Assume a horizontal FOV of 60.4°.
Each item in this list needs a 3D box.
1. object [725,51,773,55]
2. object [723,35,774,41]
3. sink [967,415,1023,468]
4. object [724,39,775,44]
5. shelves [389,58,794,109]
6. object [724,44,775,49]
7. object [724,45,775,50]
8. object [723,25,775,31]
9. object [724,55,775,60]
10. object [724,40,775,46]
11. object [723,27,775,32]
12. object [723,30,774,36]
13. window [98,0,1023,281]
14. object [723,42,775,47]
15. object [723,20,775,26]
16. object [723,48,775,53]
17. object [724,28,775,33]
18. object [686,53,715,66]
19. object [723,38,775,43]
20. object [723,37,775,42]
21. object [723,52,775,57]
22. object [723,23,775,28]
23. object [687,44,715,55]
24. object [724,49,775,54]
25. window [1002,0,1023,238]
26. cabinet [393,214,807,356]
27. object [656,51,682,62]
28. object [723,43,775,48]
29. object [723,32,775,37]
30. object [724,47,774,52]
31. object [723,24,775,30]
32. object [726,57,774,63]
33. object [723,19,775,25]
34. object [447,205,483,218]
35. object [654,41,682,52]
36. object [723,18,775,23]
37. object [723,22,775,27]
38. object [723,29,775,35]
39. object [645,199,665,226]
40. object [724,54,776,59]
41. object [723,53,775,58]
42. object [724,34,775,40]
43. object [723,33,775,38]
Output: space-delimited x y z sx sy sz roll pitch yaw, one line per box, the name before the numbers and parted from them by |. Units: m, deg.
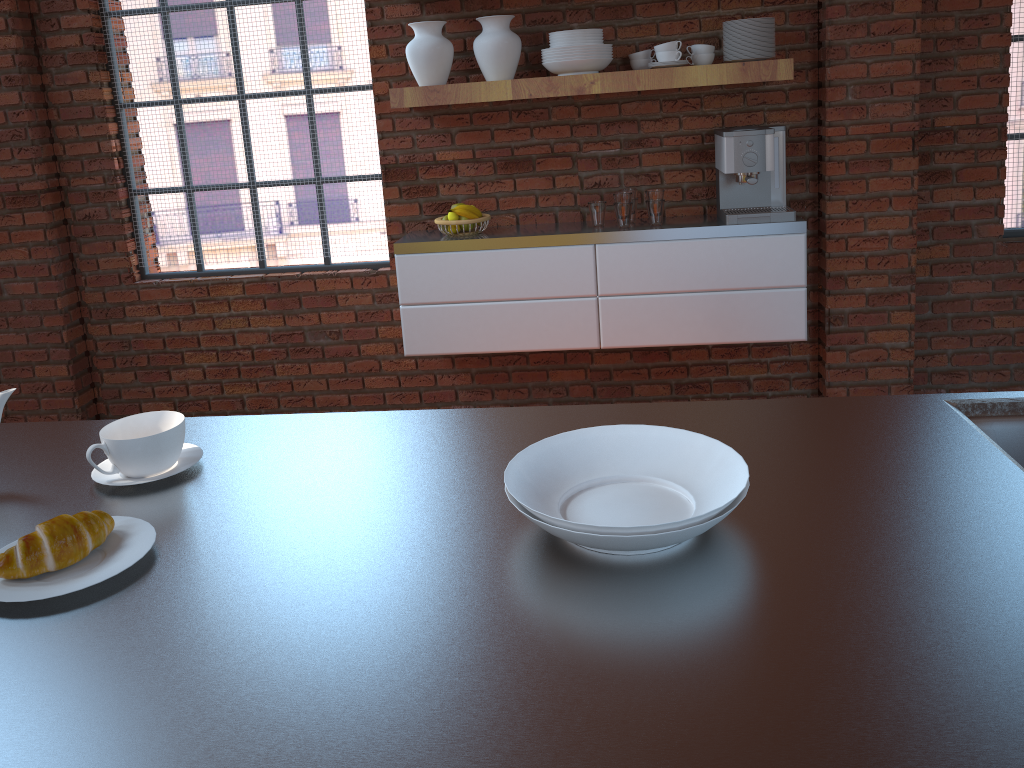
object | 0.918 -1.275 3.406 0.195 0.013 0.200 4 19 23
object | 0.914 -1.328 3.395 0.195 0.013 0.200 4 19 23
sink | 0.969 0.190 1.165 0.612 0.194 0.421 -2 17 6
object | 0.915 -1.315 3.398 0.195 0.013 0.200 4 19 23
shelves | 0.301 -1.197 3.519 1.534 0.074 0.347 -2 18 7
object | 0.917 -1.297 3.401 0.195 0.013 0.200 4 19 23
object | 0.917 -1.293 3.402 0.195 0.013 0.200 4 19 23
object | 0.912 -1.364 3.388 0.195 0.013 0.200 4 19 23
object | 0.919 -1.257 3.410 0.195 0.013 0.200 4 19 23
object | 0.916 -1.311 3.399 0.195 0.013 0.200 4 19 23
object | 0.912 -1.359 3.389 0.195 0.013 0.200 4 19 23
object | 0.913 -1.345 3.392 0.195 0.013 0.200 4 19 23
window | 2.331 -1.932 5.810 17.426 9.680 3.722 -5 12 -3
object | 0.916 -1.306 3.400 0.195 0.013 0.200 4 19 23
object | 0.910 -1.381 3.385 0.195 0.013 0.200 4 19 23
object | 0.918 -1.284 3.404 0.195 0.013 0.200 4 19 23
object | 0.912 -1.354 3.390 0.195 0.013 0.200 4 19 23
object | 0.752 -1.280 3.482 0.099 0.045 0.094 10 22 40
object | 0.915 -1.320 3.397 0.195 0.013 0.200 4 19 23
object | 0.915 -1.323 3.396 0.195 0.013 0.200 4 19 23
object | 0.919 -1.270 3.407 0.195 0.013 0.200 4 19 23
object | 0.911 -1.373 3.386 0.195 0.013 0.200 4 19 23
object | 0.752 -1.313 3.481 0.100 0.057 0.094 5 19 29
object | 0.918 -1.279 3.405 0.195 0.013 0.200 4 19 23
window | 2.587 -1.421 3.479 1.267 1.630 0.086 -3 11 7
cabinet | 0.359 -0.423 3.675 1.620 0.464 0.347 -2 14 7
object | 0.603 -1.261 3.402 0.092 0.045 0.102 -4 17 2
object | 0.916 -1.302 3.401 0.195 0.013 0.200 4 19 23
object | 0.913 -1.341 3.393 0.195 0.013 0.200 4 19 23
object | 0.917 -1.288 3.403 0.195 0.013 0.200 4 19 23
object | 0.911 -1.368 3.387 0.195 0.013 0.200 4 19 23
object | 0.920 -1.253 3.410 0.195 0.013 0.200 4 19 23
object | 0.910 -1.386 3.384 0.195 0.013 0.200 4 19 23
object | -0.177 -0.705 3.639 0.067 0.083 0.187 9 21 43
object | 0.595 -1.290 3.394 0.092 0.057 0.103 -7 16 -9
object | 0.910 -1.390 3.383 0.195 0.013 0.200 4 19 23
object | 0.911 -1.377 3.386 0.195 0.013 0.200 4 19 23
object | 0.913 -1.350 3.391 0.195 0.013 0.200 4 19 23
object | 0.577 -0.688 3.534 0.078 0.101 0.080 1 15 19
object | 0.919 -1.262 3.409 0.195 0.013 0.200 4 19 23
object | 0.919 -1.266 3.408 0.195 0.013 0.200 4 19 23
object | 0.914 -1.332 3.394 0.195 0.013 0.200 4 19 23
object | 0.914 -1.337 3.394 0.195 0.013 0.200 4 19 23
